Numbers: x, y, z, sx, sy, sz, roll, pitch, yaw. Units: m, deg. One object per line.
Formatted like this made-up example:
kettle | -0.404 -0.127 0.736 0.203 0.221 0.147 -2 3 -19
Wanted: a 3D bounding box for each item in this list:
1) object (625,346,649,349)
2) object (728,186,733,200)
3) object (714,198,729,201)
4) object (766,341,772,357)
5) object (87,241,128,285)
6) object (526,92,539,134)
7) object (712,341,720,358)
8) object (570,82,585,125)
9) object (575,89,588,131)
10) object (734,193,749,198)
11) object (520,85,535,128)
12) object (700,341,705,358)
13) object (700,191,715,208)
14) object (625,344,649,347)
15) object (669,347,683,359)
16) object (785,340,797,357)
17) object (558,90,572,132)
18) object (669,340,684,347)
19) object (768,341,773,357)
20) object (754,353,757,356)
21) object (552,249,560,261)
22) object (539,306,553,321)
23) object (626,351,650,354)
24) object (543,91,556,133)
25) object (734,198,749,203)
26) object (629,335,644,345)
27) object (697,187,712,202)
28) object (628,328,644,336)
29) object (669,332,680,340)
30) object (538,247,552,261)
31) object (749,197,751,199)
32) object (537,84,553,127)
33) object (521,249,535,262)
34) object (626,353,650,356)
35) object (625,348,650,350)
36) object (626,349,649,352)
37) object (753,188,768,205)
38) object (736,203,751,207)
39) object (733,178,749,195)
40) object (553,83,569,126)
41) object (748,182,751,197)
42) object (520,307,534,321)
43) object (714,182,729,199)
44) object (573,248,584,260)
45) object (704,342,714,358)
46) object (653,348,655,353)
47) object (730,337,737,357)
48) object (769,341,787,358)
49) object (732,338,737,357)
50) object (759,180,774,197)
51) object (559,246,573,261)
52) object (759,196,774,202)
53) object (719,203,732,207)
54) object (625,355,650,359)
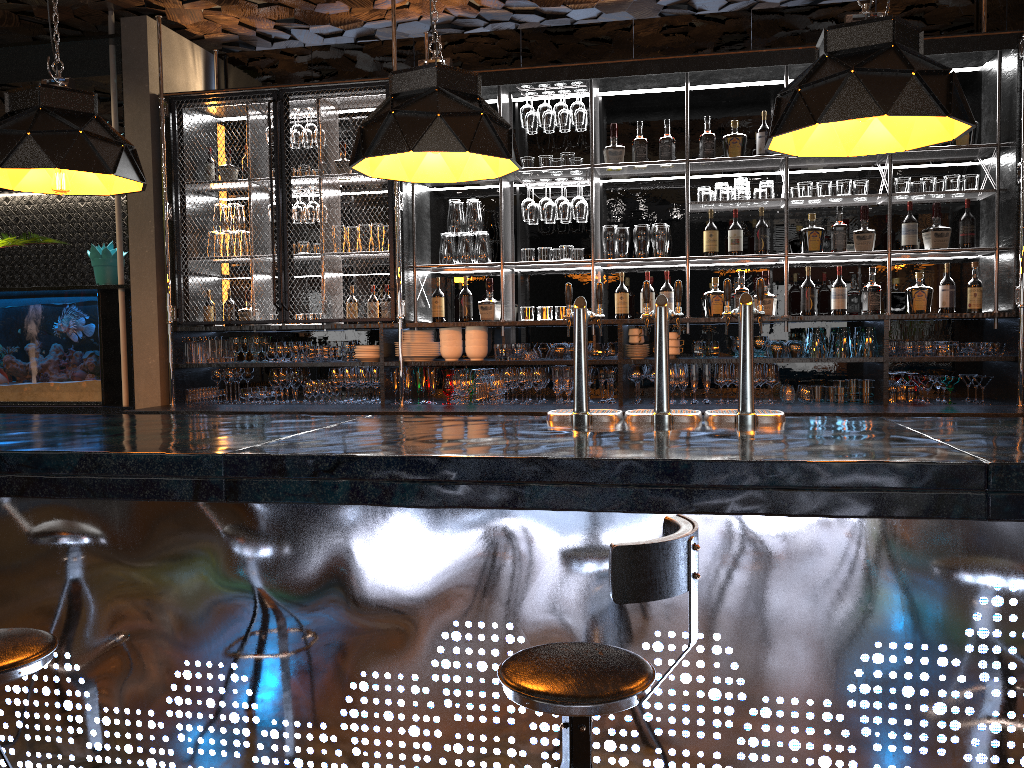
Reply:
object | 0.760 -0.218 5.389 0.149 0.025 0.149 -2 3 -27
object | 1.313 -1.161 5.445 0.089 0.092 0.089 1 4 37
object | 1.252 -1.132 5.298 0.089 0.092 0.089 -2 3 -17
object | 1.598 -0.217 5.430 0.098 0.097 0.098 -1 3 3
object | -2.778 -0.820 6.098 0.265 0.325 0.245 -1 3 5
object | 0.126 -1.718 5.632 0.092 0.244 0.092 -3 4 -28
object | 1.224 -0.208 5.349 0.058 0.099 0.067 1 3 23
object | 0.401 -1.710 5.410 0.092 0.244 0.092 -3 4 -28
object | 0.433 -1.720 5.572 0.092 0.244 0.092 -3 4 -28
object | 1.372 -1.157 5.312 0.089 0.092 0.089 -1 3 0
object | 0.094 -1.709 5.471 0.092 0.244 0.092 -3 4 -28
object | 1.150 -0.209 5.385 0.058 0.099 0.067 0 3 14
object | 1.209 -1.141 5.479 0.089 0.092 0.089 -2 3 -17
object | 0.759 -0.229 5.389 0.149 0.026 0.148 0 3 18
object | 0.970 -0.188 5.334 0.106 0.067 0.094 -1 3 -1
object | 1.689 -0.213 5.332 0.098 0.097 0.098 -1 3 -2
object | 0.331 -1.719 5.592 0.092 0.244 0.092 -3 4 -28
object | 0.968 -0.234 5.335 0.106 0.069 0.094 -3 4 -37
object | 1.567 -0.207 5.252 0.098 0.097 0.098 -4 4 -41
object | 1.479 -0.223 5.308 0.108 0.126 0.108 -1 3 6
object | 0.296 -0.812 5.649 0.089 0.092 0.089 2 4 43
object | 0.211 -0.438 5.537 0.089 0.092 0.089 -2 3 -26
object | 0.762 -0.186 5.391 0.149 0.023 0.149 -1 3 -5
object | 0.234 -1.719 5.611 0.092 0.244 0.092 -3 4 -28
object | 1.372 -1.135 5.313 0.089 0.092 0.089 -1 3 0
object | 0.762 -0.261 5.385 0.107 0.070 0.094 2 4 42
object | 1.154 -1.132 5.323 0.089 0.092 0.089 1 4 37
object | 0.751 -0.305 5.384 0.094 0.069 0.106 0 3 17
object | 0.962 -0.278 5.323 0.094 0.068 0.106 0 3 11
object | 0.206 -0.805 5.553 0.089 0.092 0.089 -1 3 -11
object | 1.421 -1.165 5.449 0.089 0.092 0.089 1 4 37
object | 0.202 -1.710 5.450 0.092 0.244 0.092 -3 4 -28
object | 0.102 -0.807 5.618 0.089 0.092 0.089 -1 3 -11
object | 0.762 -0.175 5.392 0.149 0.023 0.149 -2 3 -20
object | 0.762 -0.207 5.389 0.149 0.026 0.148 0 3 18
object | 0.761 -0.198 5.390 0.149 0.024 0.149 0 3 10
object | 1.512 -1.141 5.397 0.089 0.092 0.089 -1 3 0
object | 1.422 -1.143 5.450 0.089 0.092 0.089 1 4 37
object | 1.372 -1.183 5.310 0.089 0.092 0.089 0 3 7
object | 0.299 -1.710 5.430 0.092 0.244 0.092 -3 4 -28
object | 1.421 -1.191 5.447 0.089 0.092 0.089 1 4 37
object | 0.097 -0.438 5.573 0.089 0.092 0.089 -2 3 -17
object | 1.252 -1.152 5.297 0.089 0.092 0.089 -3 4 -37
object | 0.416 -0.813 5.633 0.089 0.092 0.089 -1 3 -4
object | 1.165 -0.202 5.255 0.058 0.099 0.067 -4 4 -43
object | 0.933 -0.193 5.436 0.106 0.067 0.094 -2 3 -27
object | 1.390 -0.229 5.451 0.100 0.125 0.100 1 3 24
object | 1.545 -0.201 5.153 0.098 0.097 0.098 -1 3 -9
object | 1.370 -0.222 5.335 0.100 0.125 0.100 -3 4 -31
object | 1.508 -1.154 5.255 0.089 0.092 0.089 -1 3 2
object | 0.335 -0.802 5.466 0.089 0.092 0.089 -1 3 -4
object | 1.509 -1.133 5.256 0.089 0.092 0.089 1 4 37
object | 1.314 -1.141 5.446 0.089 0.092 0.089 1 4 37
object | 0.761 -0.164 5.393 0.149 0.022 0.149 -2 3 -20
